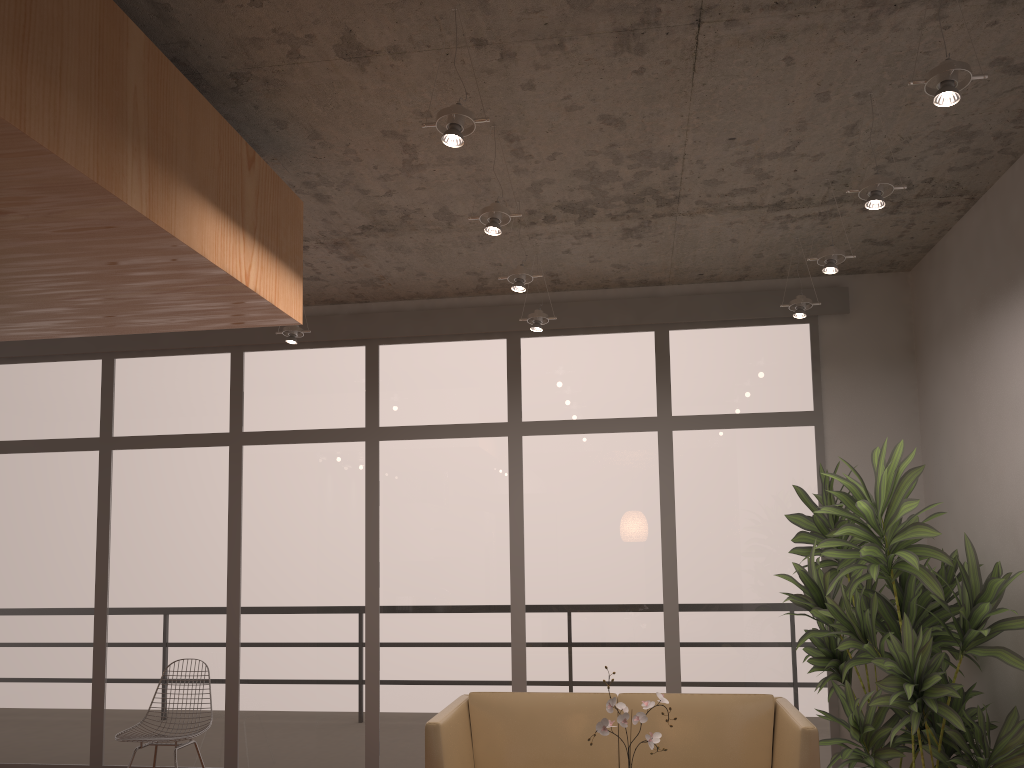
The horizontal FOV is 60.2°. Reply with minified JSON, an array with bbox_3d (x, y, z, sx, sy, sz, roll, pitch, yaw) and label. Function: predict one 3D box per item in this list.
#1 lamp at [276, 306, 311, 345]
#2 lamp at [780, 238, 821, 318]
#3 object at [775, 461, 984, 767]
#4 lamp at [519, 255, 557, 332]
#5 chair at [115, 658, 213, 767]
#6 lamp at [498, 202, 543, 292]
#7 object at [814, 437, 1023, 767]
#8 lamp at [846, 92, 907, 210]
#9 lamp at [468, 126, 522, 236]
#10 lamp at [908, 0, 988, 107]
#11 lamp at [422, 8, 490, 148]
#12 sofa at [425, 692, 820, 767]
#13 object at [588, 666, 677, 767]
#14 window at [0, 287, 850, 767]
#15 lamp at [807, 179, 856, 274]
[{"bbox_3d":[-1.381,-0.492,5.579,0.198,0.478,0.135,2,-7,-24],"label":"lamp"},{"bbox_3d":[1.670,-0.624,5.134,0.198,0.478,0.135,2,-7,-24],"label":"lamp"},{"bbox_3d":[2.093,1.458,4.966,1.086,2.083,0.972,-4,-7,26],"label":"object"},{"bbox_3d":[0.154,-0.558,5.355,0.198,0.478,0.135,2,-7,-24],"label":"lamp"},{"bbox_3d":[-2.245,2.279,5.758,0.544,0.891,0.566,-2,-7,8],"label":"chair"},{"bbox_3d":[0.040,-0.715,4.548,0.198,0.478,0.135,2,-7,-24],"label":"lamp"},{"bbox_3d":[2.013,1.328,4.298,0.971,2.083,1.087,-3,-7,21],"label":"object"},{"bbox_3d":[1.442,-0.938,3.519,0.198,0.478,0.135,2,-7,-24],"label":"lamp"},{"bbox_3d":[-0.074,-0.872,3.740,0.198,0.478,0.135,2,-7,-24],"label":"lamp"},{"bbox_3d":[1.328,-1.095,2.712,0.198,0.478,0.135,2,-7,-24],"label":"lamp"},{"bbox_3d":[-0.188,-1.029,2.933,0.198,0.478,0.135,2,-7,-24],"label":"lamp"},{"bbox_3d":[0.534,2.001,4.393,1.804,0.829,0.888,-2,-9,8],"label":"sofa"},{"bbox_3d":[0.418,1.316,3.138,0.298,0.583,0.375,-1,-7,2],"label":"object"},{"bbox_3d":[-1.988,1.163,6.306,8.573,3.248,0.062,-2,-6,8],"label":"window"},{"bbox_3d":[1.556,-0.781,4.327,0.198,0.478,0.135,2,-7,-24],"label":"lamp"}]
